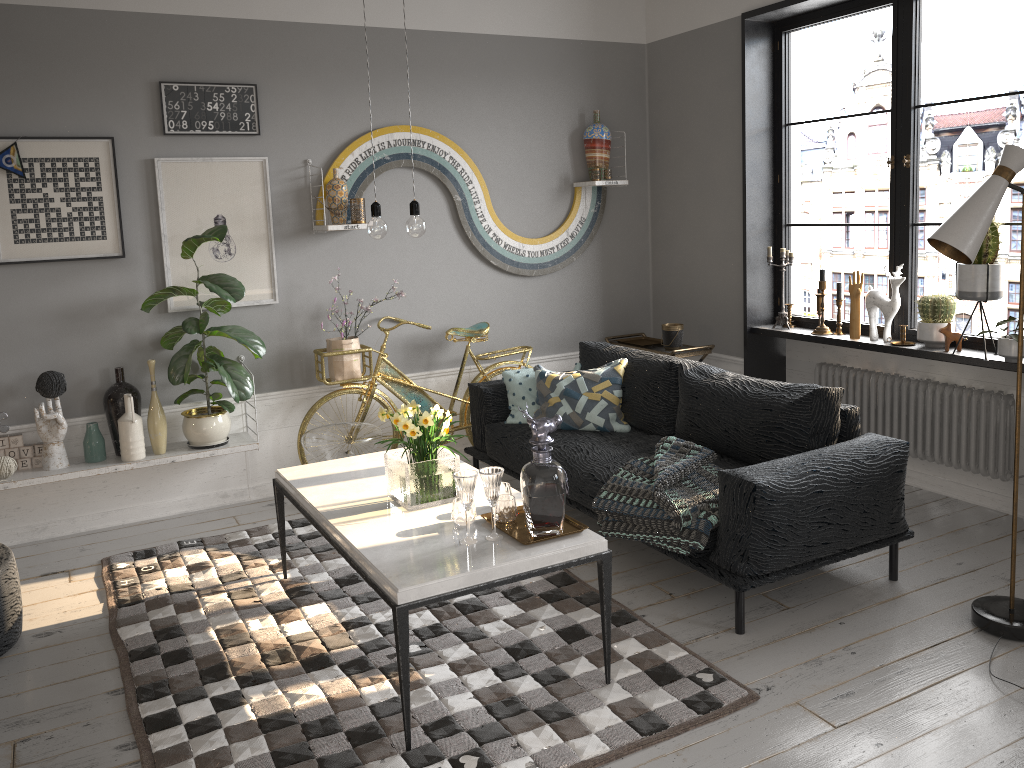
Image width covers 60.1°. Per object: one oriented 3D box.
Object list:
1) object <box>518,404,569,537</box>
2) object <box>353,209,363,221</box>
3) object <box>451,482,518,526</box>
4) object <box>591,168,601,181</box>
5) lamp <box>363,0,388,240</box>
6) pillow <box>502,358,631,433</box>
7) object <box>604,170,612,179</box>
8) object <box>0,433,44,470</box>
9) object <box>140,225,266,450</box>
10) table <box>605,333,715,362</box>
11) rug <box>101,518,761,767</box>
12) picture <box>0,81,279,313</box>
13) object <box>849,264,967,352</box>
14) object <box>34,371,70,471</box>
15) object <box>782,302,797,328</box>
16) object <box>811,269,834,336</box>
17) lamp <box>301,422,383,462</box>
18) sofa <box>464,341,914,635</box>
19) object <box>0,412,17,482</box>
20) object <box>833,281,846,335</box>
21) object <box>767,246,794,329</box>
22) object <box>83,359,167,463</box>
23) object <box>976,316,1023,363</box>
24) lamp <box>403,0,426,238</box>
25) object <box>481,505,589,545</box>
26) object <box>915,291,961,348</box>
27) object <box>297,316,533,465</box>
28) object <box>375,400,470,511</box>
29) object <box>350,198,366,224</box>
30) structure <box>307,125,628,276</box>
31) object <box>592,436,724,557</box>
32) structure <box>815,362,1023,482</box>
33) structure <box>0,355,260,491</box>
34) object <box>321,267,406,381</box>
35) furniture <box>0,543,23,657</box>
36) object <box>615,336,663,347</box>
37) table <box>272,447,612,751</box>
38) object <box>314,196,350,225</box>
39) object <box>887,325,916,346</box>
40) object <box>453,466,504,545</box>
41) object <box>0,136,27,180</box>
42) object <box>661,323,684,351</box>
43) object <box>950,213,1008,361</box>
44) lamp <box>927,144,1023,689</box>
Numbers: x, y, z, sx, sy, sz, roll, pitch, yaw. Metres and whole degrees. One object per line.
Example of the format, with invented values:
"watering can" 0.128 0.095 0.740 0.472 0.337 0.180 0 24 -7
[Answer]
"object" 0.103 0.274 2.867 0.156 0.413 0.149 -4 8 -9
"object" -0.869 -0.947 4.993 0.062 0.081 0.063 4 11 37
"object" -0.040 0.423 3.015 0.247 0.086 0.281 6 14 39
"object" 0.535 -1.331 5.630 0.060 0.078 0.060 -10 11 -39
"lamp" -0.854 -1.151 2.534 0.074 1.522 1.407 2 10 31
"pillow" 0.304 0.042 4.781 0.801 0.359 0.446 8 14 43
"object" 0.610 -1.334 5.632 0.050 0.058 0.050 -9 11 -38
"object" -2.416 0.331 4.347 0.265 0.172 0.079 -6 9 -22
"object" -1.583 -0.241 4.577 0.567 1.140 0.420 -1 8 11
"table" 0.952 0.053 5.758 0.340 0.673 0.747 -7 10 -27
"rug" -0.575 0.897 3.463 1.776 0.034 2.544 -8 13 -27
"picture" -3.580 -0.200 1.406 7.317 1.778 4.067 -8 12 -28
"object" 1.981 -0.398 4.483 0.135 0.406 0.667 -6 11 -26
"object" -2.241 0.175 4.318 0.155 0.479 0.137 -7 9 -28
"object" 1.652 -0.414 5.267 0.085 0.150 0.085 -6 9 -24
"object" 1.732 -0.464 4.930 0.123 0.372 0.124 -6 8 -23
"lamp" -0.910 0.440 4.790 0.432 0.433 0.437 -2 9 3
"sofa" 0.653 0.306 4.285 0.973 0.790 2.357 -8 12 -28
"object" -2.621 0.258 4.100 0.547 0.436 0.240 -8 10 -28
"object" 1.811 -0.423 4.897 0.075 0.298 0.076 -2 8 3
"object" 1.575 -0.569 5.207 0.145 0.486 0.164 -1 8 8
"object" -1.957 0.133 4.451 0.332 0.484 0.288 1 9 22
"object" 2.208 -0.198 3.910 0.247 0.202 0.172 -7 10 -25
"lamp" -0.715 -1.158 2.539 0.074 1.522 1.407 2 10 31
"object" 0.071 0.463 2.944 0.247 0.015 0.320 -8 13 -27
"object" 2.099 -0.324 4.375 0.235 0.280 0.215 4 11 36
"object" -0.462 0.069 5.231 1.634 0.961 0.428 -10 11 -36
"object" -0.333 0.249 3.260 0.326 0.348 0.354 -7 10 -25
"object" -0.855 -0.959 4.910 0.086 0.138 0.086 -8 10 -35
"structure" -0.186 -1.093 5.333 2.029 0.947 0.268 -8 9 -28
"object" 0.685 0.459 3.622 0.492 0.326 0.671 -9 12 -32
"structure" 2.094 0.171 4.692 0.149 0.424 1.231 -7 12 -29
"structure" -2.618 0.279 4.138 2.785 0.482 0.310 -8 10 -28
"object" -0.825 -0.345 4.963 0.488 0.635 0.255 -4 8 -10
"furniture" -2.215 0.843 3.237 0.740 0.353 0.738 -11 14 -40
"object" 0.868 -0.280 5.852 0.247 0.015 0.320 -8 13 -27
"table" -0.339 0.676 3.308 0.734 0.506 1.466 -8 12 -27
"object" -0.978 -0.949 4.827 0.197 0.164 0.061 -1 8 6
"object" 1.984 -0.248 4.488 0.123 0.098 0.124 -3 10 -5
"object" -0.102 0.389 2.828 0.168 0.225 0.083 -5 8 -16
"object" -2.722 -0.975 4.085 0.917 0.336 0.058 -8 9 -28
"object" 0.999 -0.290 5.515 0.141 0.159 0.140 -1 9 10
"object" 2.139 -0.456 4.043 0.236 0.664 0.230 3 9 32
"lamp" 2.000 0.026 3.045 1.251 1.687 0.684 -7 9 -29
